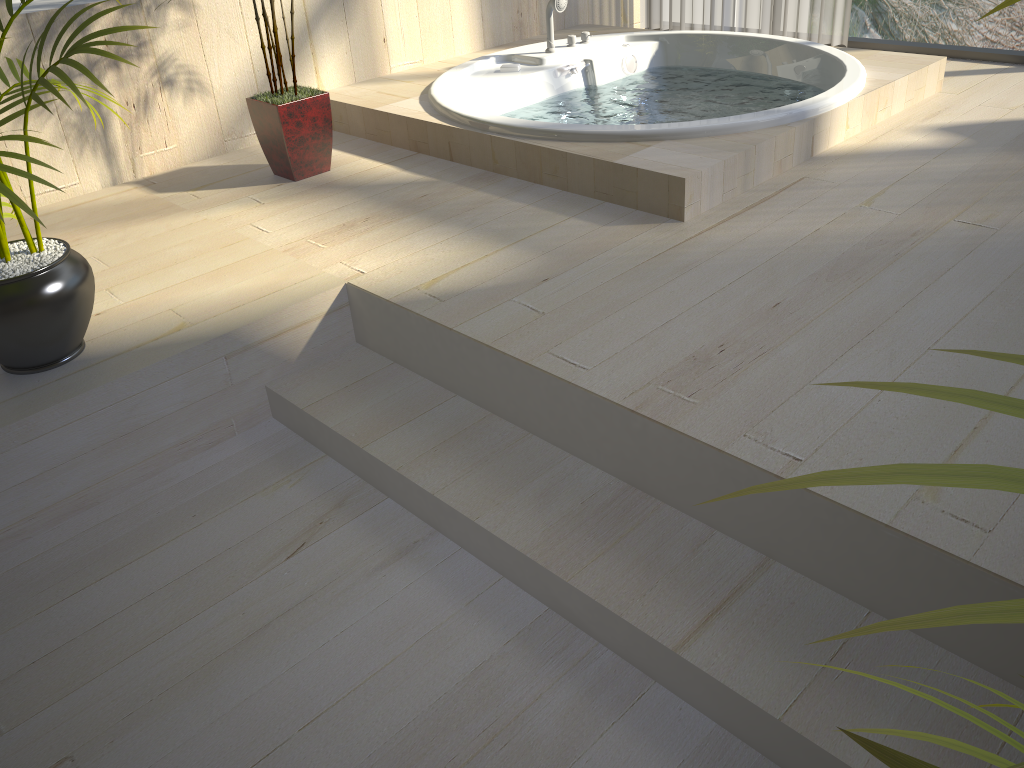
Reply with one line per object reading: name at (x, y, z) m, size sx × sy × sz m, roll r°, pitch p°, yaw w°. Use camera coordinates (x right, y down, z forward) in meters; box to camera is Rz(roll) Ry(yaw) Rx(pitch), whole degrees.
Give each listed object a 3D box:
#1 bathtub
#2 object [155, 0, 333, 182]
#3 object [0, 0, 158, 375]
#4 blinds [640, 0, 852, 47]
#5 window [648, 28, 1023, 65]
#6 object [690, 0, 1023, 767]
bathtub at (0.417, -1.132, 3.467) m, size 1.669 × 0.681 × 1.843 m, roll -29°, pitch 39°, yaw -35°
object at (-0.823, -1.498, 2.698) m, size 0.938 × 1.712 × 0.804 m, roll -13°, pitch 31°, yaw -15°
object at (-1.053, -0.629, 1.663) m, size 1.072 × 1.312 × 0.889 m, roll 16°, pitch 36°, yaw 31°
blinds at (1.051, -2.605, 3.907) m, size 0.085 × 2.019 × 1.197 m, roll -28°, pitch 37°, yaw -35°
window at (2.030, -2.267, 2.563) m, size 0.755 × 2.743 × 4.616 m, roll -28°, pitch 38°, yaw -35°
object at (0.395, 0.203, 0.247) m, size 0.752 × 1.128 × 0.938 m, roll -9°, pitch 30°, yaw -7°
